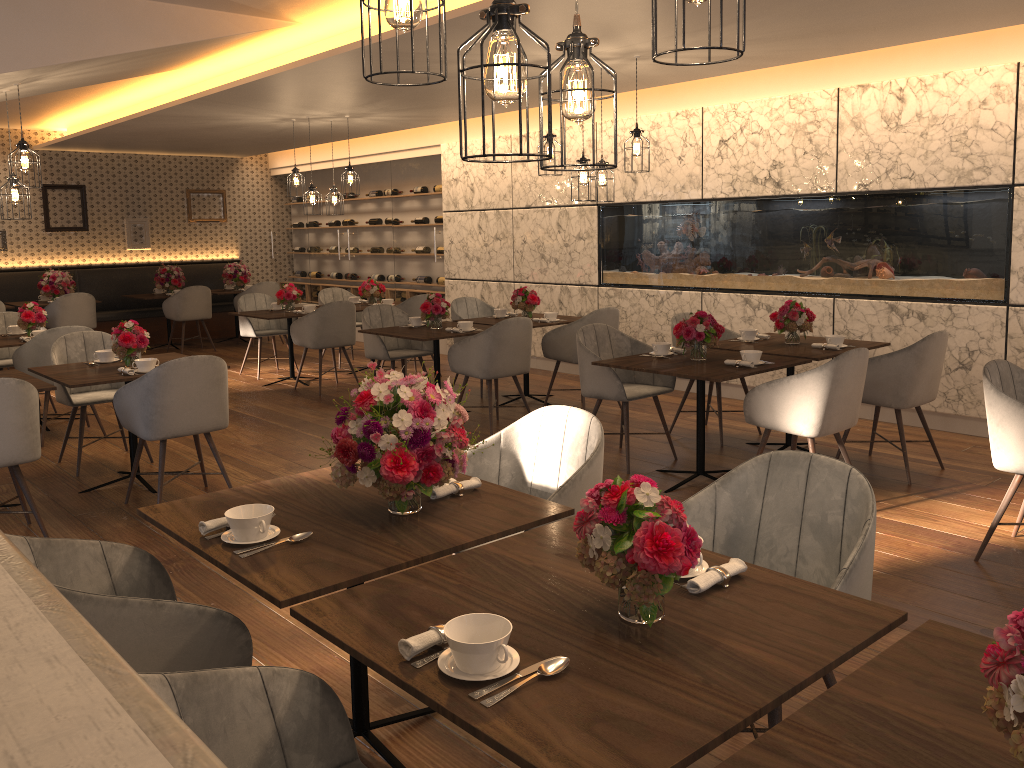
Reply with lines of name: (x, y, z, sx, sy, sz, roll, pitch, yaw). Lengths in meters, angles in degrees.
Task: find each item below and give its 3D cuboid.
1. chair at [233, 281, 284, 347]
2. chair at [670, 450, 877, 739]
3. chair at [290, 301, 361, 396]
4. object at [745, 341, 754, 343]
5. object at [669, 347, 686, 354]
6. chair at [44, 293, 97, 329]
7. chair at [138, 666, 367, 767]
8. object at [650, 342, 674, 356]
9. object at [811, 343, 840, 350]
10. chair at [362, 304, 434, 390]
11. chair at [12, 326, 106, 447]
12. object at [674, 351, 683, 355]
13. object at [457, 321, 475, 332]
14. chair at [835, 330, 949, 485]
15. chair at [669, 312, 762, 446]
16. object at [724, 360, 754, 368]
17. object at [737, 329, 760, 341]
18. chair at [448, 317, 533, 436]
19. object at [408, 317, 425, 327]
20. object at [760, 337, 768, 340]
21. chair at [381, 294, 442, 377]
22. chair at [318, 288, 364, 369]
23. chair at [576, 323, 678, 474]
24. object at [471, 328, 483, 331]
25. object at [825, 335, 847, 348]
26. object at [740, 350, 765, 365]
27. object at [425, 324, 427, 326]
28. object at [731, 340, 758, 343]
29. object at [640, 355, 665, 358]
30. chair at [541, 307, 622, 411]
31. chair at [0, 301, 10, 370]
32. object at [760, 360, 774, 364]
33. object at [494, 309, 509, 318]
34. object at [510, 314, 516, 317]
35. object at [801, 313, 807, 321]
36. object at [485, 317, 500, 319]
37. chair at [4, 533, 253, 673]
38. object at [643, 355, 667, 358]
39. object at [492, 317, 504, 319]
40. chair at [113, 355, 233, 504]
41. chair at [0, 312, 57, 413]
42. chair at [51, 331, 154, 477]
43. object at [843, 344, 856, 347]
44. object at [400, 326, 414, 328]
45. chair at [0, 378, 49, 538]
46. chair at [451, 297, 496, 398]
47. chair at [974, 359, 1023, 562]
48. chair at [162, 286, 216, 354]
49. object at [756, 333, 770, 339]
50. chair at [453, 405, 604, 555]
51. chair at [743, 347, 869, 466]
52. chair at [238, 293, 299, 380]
chair: (-3.446, -0.972, 12.098, 0.567, 0.866, 0.528, -8, 10, -41)
chair: (0.648, 0.654, 2.323, 0.528, 0.866, 0.567, -8, 10, -41)
chair: (-1.765, -0.372, 8.471, 0.567, 0.866, 0.528, -8, 10, -41)
object: (1.528, -0.287, 5.906, 0.043, 0.015, 0.198, -11, 14, -44)
object: (0.996, -0.211, 5.467, 0.056, 0.039, 0.176, -9, 12, -40)
chair: (-5.229, -0.663, 10.544, 0.567, 0.866, 0.528, -8, 10, -41)
chair: (-0.337, 0.829, 1.440, 0.528, 0.866, 0.567, -8, 10, -41)
object: (0.910, -0.212, 5.390, 0.148, 0.072, 0.149, -1, 9, 1)
object: (1.944, -0.234, 5.487, 0.056, 0.039, 0.176, -9, 12, -40)
chair: (-0.994, -0.240, 7.622, 0.567, 0.866, 0.528, -8, 10, -41)
chair: (-3.385, -0.022, 6.661, 0.567, 0.866, 0.528, -8, 10, -41)
object: (0.976, -0.198, 5.438, 0.025, 0.024, 0.193, -8, 12, -40)
object: (-0.361, -0.447, 6.882, 0.148, 0.072, 0.149, 3, 10, 26)
chair: (2.295, 0.094, 5.321, 0.567, 0.866, 0.528, -8, 10, -41)
chair: (1.429, -0.063, 6.324, 0.567, 0.866, 0.528, -8, 10, -41)
object: (1.254, -0.114, 4.886, 0.056, 0.039, 0.176, -9, 12, -40)
object: (1.600, -0.332, 5.991, 0.148, 0.072, 0.149, -1, 9, 1)
chair: (-0.129, -0.082, 6.620, 0.567, 0.866, 0.528, -8, 10, -41)
object: (-0.790, -0.514, 7.313, 0.148, 0.072, 0.149, 3, 10, 26)
object: (1.666, -0.318, 6.039, 0.025, 0.024, 0.193, -8, 12, -40)
chair: (-1.045, -0.497, 9.099, 0.567, 0.866, 0.528, -8, 10, -41)
chair: (-1.911, -0.655, 10.101, 0.567, 0.866, 0.528, -8, 10, -41)
chair: (0.709, 0.062, 5.696, 0.567, 0.866, 0.528, -8, 10, -41)
object: (-0.288, -0.436, 6.973, 0.043, 0.015, 0.198, -11, 14, -44)
object: (2.029, -0.266, 5.560, 0.148, 0.072, 0.149, -1, 9, 1)
object: (1.339, -0.146, 4.959, 0.148, 0.072, 0.149, -1, 9, 1)
object: (-0.724, -0.499, 7.361, 0.025, 0.024, 0.193, -8, 12, -40)
object: (1.559, -0.285, 5.925, 0.022, 0.004, 0.211, -10, 13, -40)
object: (0.838, -0.167, 5.305, 0.043, 0.015, 0.198, -11, 14, -44)
chair: (0.591, -0.207, 7.248, 0.567, 0.866, 0.528, -8, 10, -41)
chair: (-5.949, -0.538, 9.916, 0.567, 0.866, 0.528, -8, 10, -41)
object: (1.412, -0.134, 5.050, 0.043, 0.015, 0.198, -11, 14, -44)
object: (-0.101, -0.633, 7.914, 0.148, 0.072, 0.149, 3, 10, 26)
object: (-0.034, -0.619, 7.962, 0.025, 0.024, 0.193, -8, 12, -40)
object: (1.855, -0.434, 5.694, 0.076, 0.052, 0.048, 4, 9, 28)
object: (-0.166, -0.589, 7.834, 0.043, 0.015, 0.198, -8, 12, -37)
chair: (-0.957, 0.719, 2.142, 0.528, 0.866, 0.567, -8, 10, -41)
object: (0.870, -0.165, 5.323, 0.022, 0.004, 0.211, -10, 13, -40)
object: (-0.141, -0.586, 7.848, 0.022, 0.004, 0.211, -10, 13, -40)
chair: (-1.850, 0.250, 4.924, 0.567, 0.866, 0.528, -8, 10, -41)
chair: (-4.286, -0.173, 7.632, 0.567, 0.866, 0.528, -8, 10, -41)
chair: (-2.751, 0.099, 5.896, 0.567, 0.866, 0.528, -8, 10, -41)
object: (2.101, -0.254, 5.652, 0.043, 0.015, 0.198, -11, 14, -44)
object: (-0.862, -0.468, 7.228, 0.043, 0.015, 0.198, -11, 14, -44)
chair: (-2.570, 0.375, 4.297, 0.567, 0.866, 0.528, -8, 10, -41)
chair: (-0.274, -0.365, 8.250, 0.567, 0.866, 0.528, -8, 10, -41)
chair: (2.345, 0.352, 3.845, 0.567, 0.866, 0.528, -8, 10, -41)
chair: (-4.166, -0.847, 11.470, 0.567, 0.866, 0.528, -8, 10, -41)
object: (1.685, -0.330, 6.068, 0.056, 0.039, 0.176, -9, 12, -40)
chair: (0.028, 0.544, 3.024, 0.528, 0.866, 0.567, -8, 10, -41)
chair: (1.575, 0.219, 4.694, 0.567, 0.866, 0.528, -8, 10, -41)
chair: (-2.631, -0.530, 9.474, 0.567, 0.866, 0.528, -8, 10, -41)
